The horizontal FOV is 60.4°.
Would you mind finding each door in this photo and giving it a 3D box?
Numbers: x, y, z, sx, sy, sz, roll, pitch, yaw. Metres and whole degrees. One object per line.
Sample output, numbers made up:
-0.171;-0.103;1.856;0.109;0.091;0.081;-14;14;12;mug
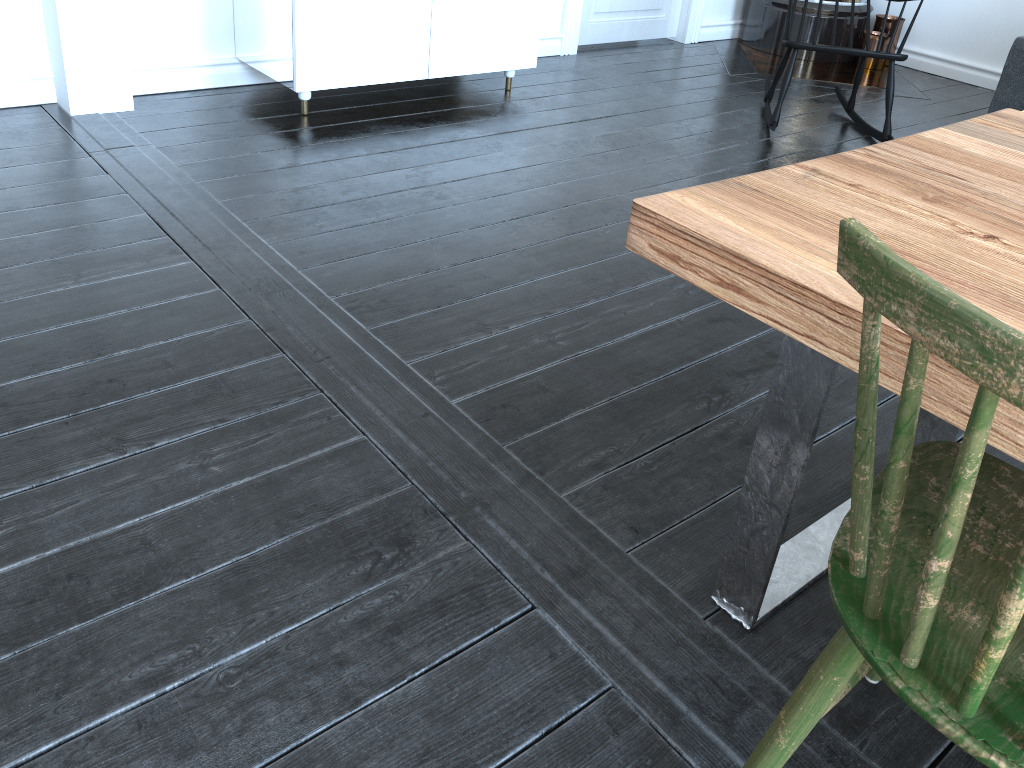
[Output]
0.803;-3.031;4.666;1.189;2.355;0.120;-19;37;-37;door

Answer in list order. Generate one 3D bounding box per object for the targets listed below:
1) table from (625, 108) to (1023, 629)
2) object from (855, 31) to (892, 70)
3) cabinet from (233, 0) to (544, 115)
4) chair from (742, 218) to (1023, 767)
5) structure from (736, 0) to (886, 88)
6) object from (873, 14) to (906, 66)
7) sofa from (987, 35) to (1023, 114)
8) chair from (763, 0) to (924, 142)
1.195;0.475;0.761;1.035;0.682;2.303;-18;39;-35;table
2.189;-2.023;5.342;0.178;0.190;0.176;28;36;32;object
-0.486;-1.608;3.744;1.222;0.700;0.609;-20;39;-36;cabinet
0.529;0.257;0.893;0.494;0.787;0.483;-19;38;-37;chair
1.962;-3.239;4.822;0.778;2.750;1.333;8;29;2;structure
2.306;-2.130;5.458;0.179;0.267;0.179;-18;38;-36;object
3.366;-1.032;3.511;1.102;0.689;2.454;-18;39;-35;sofa
1.472;-1.689;3.974;0.612;0.956;0.951;8;30;2;chair
